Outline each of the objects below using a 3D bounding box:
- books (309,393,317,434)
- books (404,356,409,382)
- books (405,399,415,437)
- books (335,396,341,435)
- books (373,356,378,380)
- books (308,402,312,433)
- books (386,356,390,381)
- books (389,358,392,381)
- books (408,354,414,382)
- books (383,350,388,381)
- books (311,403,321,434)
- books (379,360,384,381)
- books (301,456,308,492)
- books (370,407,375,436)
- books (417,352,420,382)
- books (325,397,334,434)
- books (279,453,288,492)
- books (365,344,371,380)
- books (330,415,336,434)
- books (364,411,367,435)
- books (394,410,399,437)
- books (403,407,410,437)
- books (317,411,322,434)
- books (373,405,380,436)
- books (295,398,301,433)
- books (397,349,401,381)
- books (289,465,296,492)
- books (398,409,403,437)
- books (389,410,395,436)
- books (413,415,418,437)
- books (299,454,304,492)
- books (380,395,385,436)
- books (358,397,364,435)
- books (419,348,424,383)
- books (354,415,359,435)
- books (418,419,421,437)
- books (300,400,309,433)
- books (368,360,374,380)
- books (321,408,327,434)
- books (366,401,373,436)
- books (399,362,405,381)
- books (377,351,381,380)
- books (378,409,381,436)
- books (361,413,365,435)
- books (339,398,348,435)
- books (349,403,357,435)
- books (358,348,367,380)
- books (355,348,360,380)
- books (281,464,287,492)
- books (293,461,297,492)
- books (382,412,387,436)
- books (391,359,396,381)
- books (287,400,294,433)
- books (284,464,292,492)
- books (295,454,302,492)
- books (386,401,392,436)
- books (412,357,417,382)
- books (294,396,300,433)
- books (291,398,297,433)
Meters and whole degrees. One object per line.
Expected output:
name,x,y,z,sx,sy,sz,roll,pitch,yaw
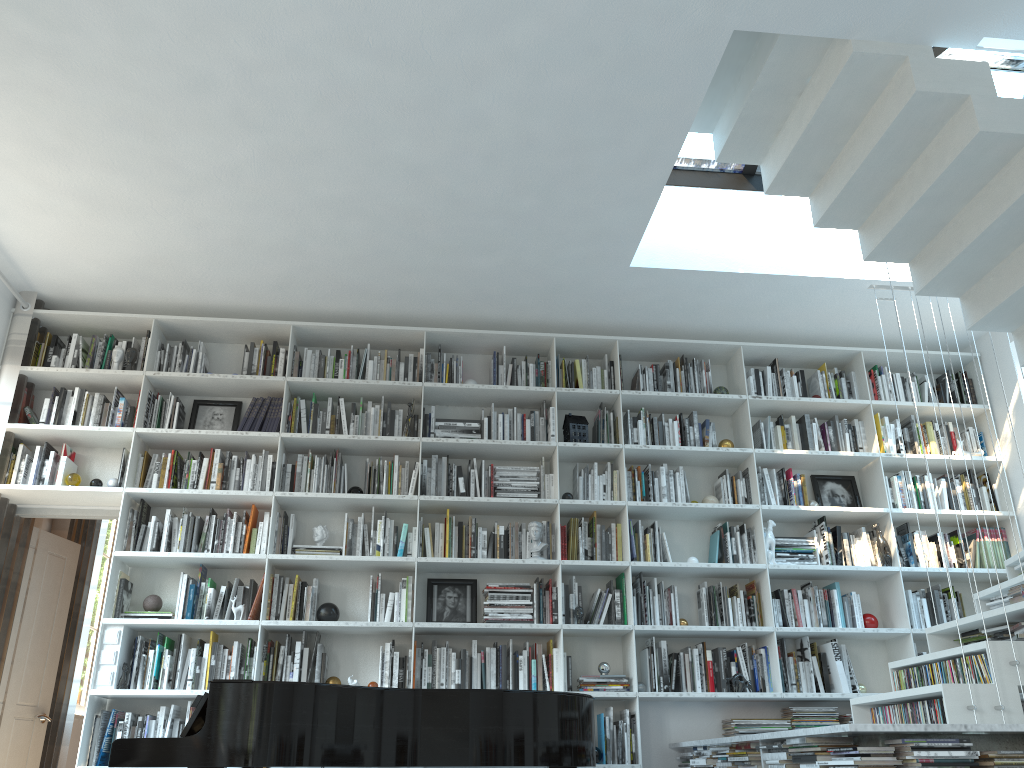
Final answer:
books,-1.249,0.233,5.570,0.012,0.313,0.172,2,-23,-6
books,-0.688,-0.040,5.767,0.026,0.236,0.149,2,-23,-6
books,-0.654,0.264,5.633,0.058,0.301,0.175,2,-23,-6
books,-1.100,0.249,5.609,0.013,0.314,0.136,2,-23,-6
books,-0.885,-0.046,5.751,0.026,0.234,0.135,2,-23,-6
books,-1.261,0.261,5.566,0.011,0.259,0.158,2,-23,-6
books,-0.803,-0.043,5.748,0.021,0.227,0.161,2,-23,-6
books,-0.785,-0.038,5.734,0.013,0.206,0.178,2,-23,-6
books,-0.662,-0.047,5.782,0.029,0.260,0.152,2,-23,-6
books,-0.820,-0.064,5.747,0.014,0.265,0.193,2,-23,-6
books,-1.228,0.268,5.559,0.031,0.241,0.182,2,-23,-6
books,-0.845,-0.030,5.759,0.029,0.212,0.142,2,-23,-6
books,-1.262,0.594,5.420,0.024,0.261,0.178,2,-23,-6
books,-0.879,0.287,5.588,0.021,0.225,0.192,2,-23,-6
books,-0.613,-0.053,5.776,0.014,0.266,0.172,2,-23,-6
books,-1.149,0.250,5.583,0.023,0.292,0.156,2,-23,-6
books,-1.398,0.585,5.425,0.012,0.284,0.160,2,-23,-6
books,-0.936,-0.084,5.760,0.014,0.314,0.167,2,-23,-6
books,-1.122,0.307,5.573,0.034,0.179,0.161,2,-23,-6
books,-0.921,0.298,5.590,0.010,0.207,0.174,2,-23,-6
books,-0.732,0.300,5.613,0.022,0.221,0.161,2,-23,-6
books,-0.669,0.282,5.624,0.055,0.262,0.167,2,-23,-6
books,-1.202,0.293,5.567,0.024,0.200,0.154,2,-23,-6
books,-0.856,0.280,5.614,0.028,0.259,0.136,2,-23,-6
books,-1.338,0.246,5.564,0.010,0.286,0.149,2,-23,-6
books,-0.738,-0.066,5.768,0.013,0.284,0.160,2,-23,-6
books,-1.337,0.620,5.425,0.024,0.218,0.140,2,-23,-6
books,-0.710,0.300,5.632,0.025,0.236,0.153,2,-23,-6
books,-0.757,0.299,5.606,0.030,0.217,0.183,2,-23,-6
books,-0.614,0.318,5.642,0.028,0.211,0.135,2,-23,-6
books,-1.280,0.587,5.420,0.012,0.275,0.157,2,-23,-6
books,-0.823,0.252,5.615,0.011,0.312,0.184,2,-23,-6
books,-0.957,0.252,5.607,0.012,0.306,0.145,2,-23,-6
books,-0.593,-0.063,5.778,0.026,0.287,0.177,2,-23,-6
books,-0.976,0.310,5.580,0.028,0.179,0.169,2,-23,-6
books,-0.591,0.329,5.647,0.019,0.193,0.098,2,-23,-6
books,-1.300,0.256,5.572,0.067,0.273,0.168,2,-23,-6
books,-0.912,-0.029,5.731,0.031,0.189,0.182,2,-24,-6
books,-1.175,0.283,5.566,0.029,0.218,0.158,2,-23,-6
books,-0.905,0.268,5.619,0.026,0.285,0.138,2,-23,-6
books,-0.715,-0.021,5.745,0.031,0.184,0.177,2,-24,-6
books,-0.865,-0.060,5.760,0.014,0.268,0.157,2,-23,-6
books,-0.836,0.293,5.607,0.013,0.230,0.142,2,-23,-6
books,-0.941,0.306,5.614,0.024,0.211,0.128,2,-23,-6
books,-1.053,0.255,5.585,0.075,0.284,0.179,2,-23,-6
books,-1.004,0.272,5.600,0.027,0.264,0.169,2,-23,-6
books,-0.967,-0.072,5.737,0.052,0.271,0.173,2,-23,-6
books,-0.999,-0.073,5.736,0.013,0.275,0.165,2,-23,-6
books,-1.383,0.614,5.396,0.015,0.207,0.187,2,-23,-6
books,-1.318,0.606,5.419,0.012,0.239,0.134,2,-23,-6
books,-0.807,0.306,5.616,0.024,0.212,0.150,2,-23,-6
books,-0.765,-0.035,5.732,0.026,0.199,0.188,2,-23,-6
books,-1.379,0.253,5.542,0.023,0.255,0.175,2,-23,-6
books,-1.364,0.617,5.424,0.029,0.224,0.137,2,-23,-6
books,-1.299,0.586,5.422,0.026,0.278,0.151,2,-23,-6
books,-0.785,0.273,5.636,0.022,0.289,0.147,2,-23,-6
books,-0.632,-0.037,5.759,0.026,0.224,0.173,2,-23,-6
books,-1.352,0.245,5.588,0.014,0.307,0.130,2,-23,-6
books,-1.363,0.247,5.563,0.013,0.282,0.159,2,-23,-6
